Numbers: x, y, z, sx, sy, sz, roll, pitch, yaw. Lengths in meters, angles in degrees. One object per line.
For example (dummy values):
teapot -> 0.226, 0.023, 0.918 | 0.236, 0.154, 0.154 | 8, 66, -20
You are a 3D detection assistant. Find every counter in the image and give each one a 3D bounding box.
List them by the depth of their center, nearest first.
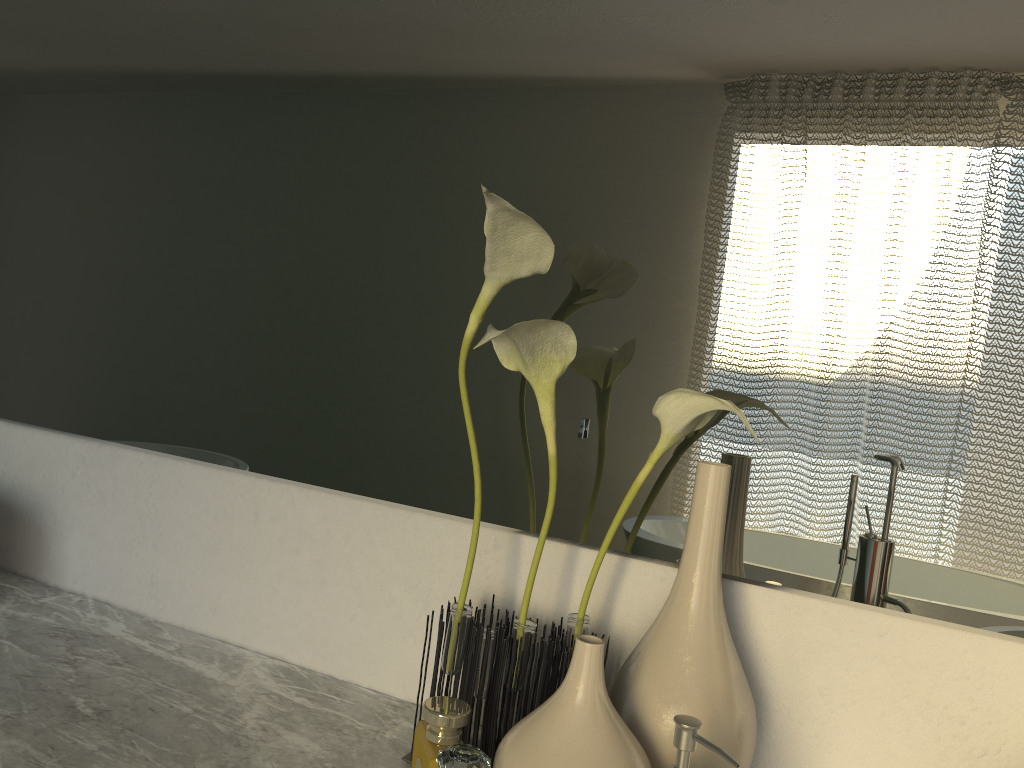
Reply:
counter -> -0.114, 0.392, 0.602 | 2.302, 0.101, 0.576 | 8, 2, 25

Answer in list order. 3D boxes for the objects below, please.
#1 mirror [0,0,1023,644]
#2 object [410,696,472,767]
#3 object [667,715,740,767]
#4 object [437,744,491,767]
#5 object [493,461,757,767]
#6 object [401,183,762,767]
mirror -> -0.324, -0.483, 1.021 | 4.157, 1.152, 0.017 | 8, 3, 25
object -> -0.056, 0.298, 0.698 | 0.038, 0.092, 0.067 | 6, 3, -17
object -> 0.101, 0.289, 0.560 | 0.071, 0.158, 0.070 | 7, 2, 7
object -> -0.038, 0.302, 0.625 | 0.058, 0.090, 0.038 | 9, 3, 34
object -> 0.100, 0.211, 0.685 | 0.234, 0.305, 0.123 | 5, 3, -39
object -> 0.053, 0.103, 0.743 | 0.244, 0.504, 0.187 | 7, 2, 2
